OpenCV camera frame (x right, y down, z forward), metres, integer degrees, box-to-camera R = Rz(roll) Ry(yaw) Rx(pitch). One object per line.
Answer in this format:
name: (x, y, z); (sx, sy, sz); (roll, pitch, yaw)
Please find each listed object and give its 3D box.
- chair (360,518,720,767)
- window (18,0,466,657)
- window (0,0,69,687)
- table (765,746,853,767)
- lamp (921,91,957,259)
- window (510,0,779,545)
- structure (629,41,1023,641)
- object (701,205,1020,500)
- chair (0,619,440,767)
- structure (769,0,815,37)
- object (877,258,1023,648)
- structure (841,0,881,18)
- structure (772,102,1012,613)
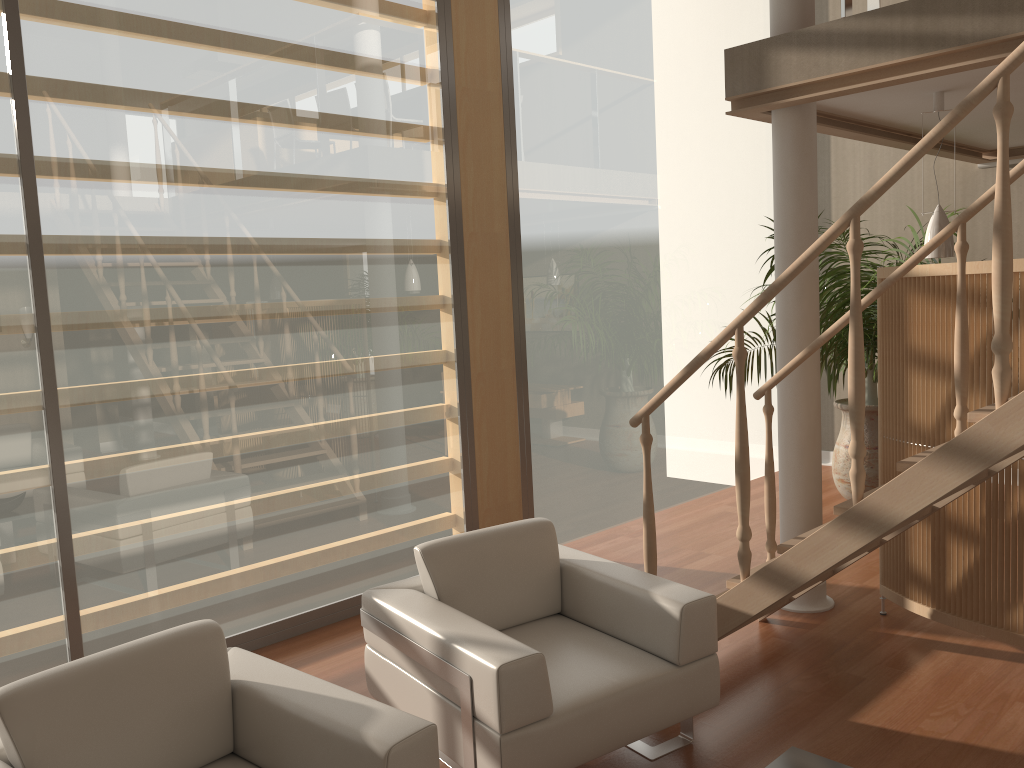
chair: (0.080, 0.922, 3.089); (0.900, 0.740, 0.905); (-7, 7, -34)
window: (-1.083, -0.421, 4.222); (2.095, 3.100, 0.020); (-8, 8, -44)
window: (-2.627, -0.199, 2.749); (2.095, 3.100, 0.020); (-8, 8, -44)
table: (0.591, 1.240, 1.819); (1.260, 0.293, 0.700); (-8, 8, -44)
lamp: (2.098, -1.023, 4.357); (0.139, 0.800, 0.139); (-6, 7, -30)
window: (1.204, -1.508, 6.434); (3.340, 5.200, 0.020); (-8, 8, -44)
structure: (1.847, -0.550, 2.644); (1.000, 3.578, 3.150); (-8, 8, -44)
object: (2.501, -0.082, 6.293); (2.109, 2.304, 2.157); (2, 7, 38)
chair: (-0.792, 1.060, 2.133); (0.905, 0.740, 0.900); (2, 7, 40)
structure: (1.261, -2.784, 4.052); (0.200, 2.400, 0.200); (-8, 8, -44)
object: (2.347, 0.292, 3.228); (0.233, 1.542, 2.229); (-7, 7, -39)
structure: (3.370, -2.145, 4.166); (3.475, 0.900, 3.300); (-8, 8, -44)
structure: (3.345, 0.063, 1.022); (8.342, 2.533, 10.775); (-8, 8, -44)
